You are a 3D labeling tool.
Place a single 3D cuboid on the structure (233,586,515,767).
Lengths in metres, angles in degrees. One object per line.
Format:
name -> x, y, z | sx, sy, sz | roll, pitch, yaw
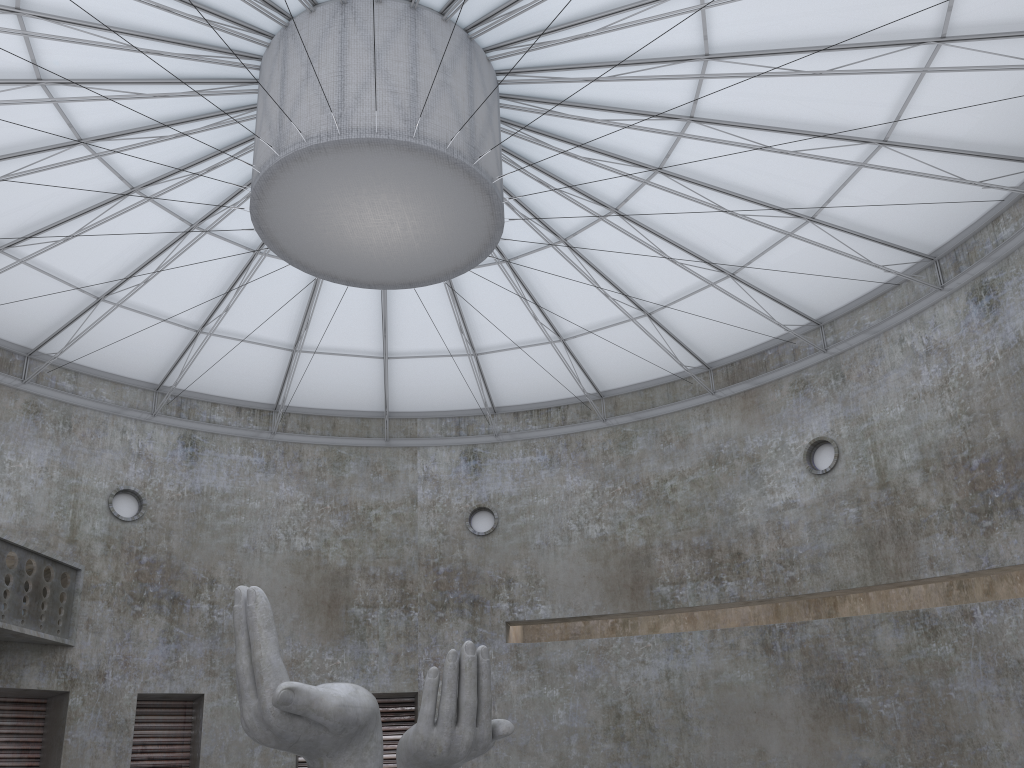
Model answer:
structure -> -0.742, 7.120, 19.164 | 10.819, 5.612, 15.764 | 14, -29, -33
